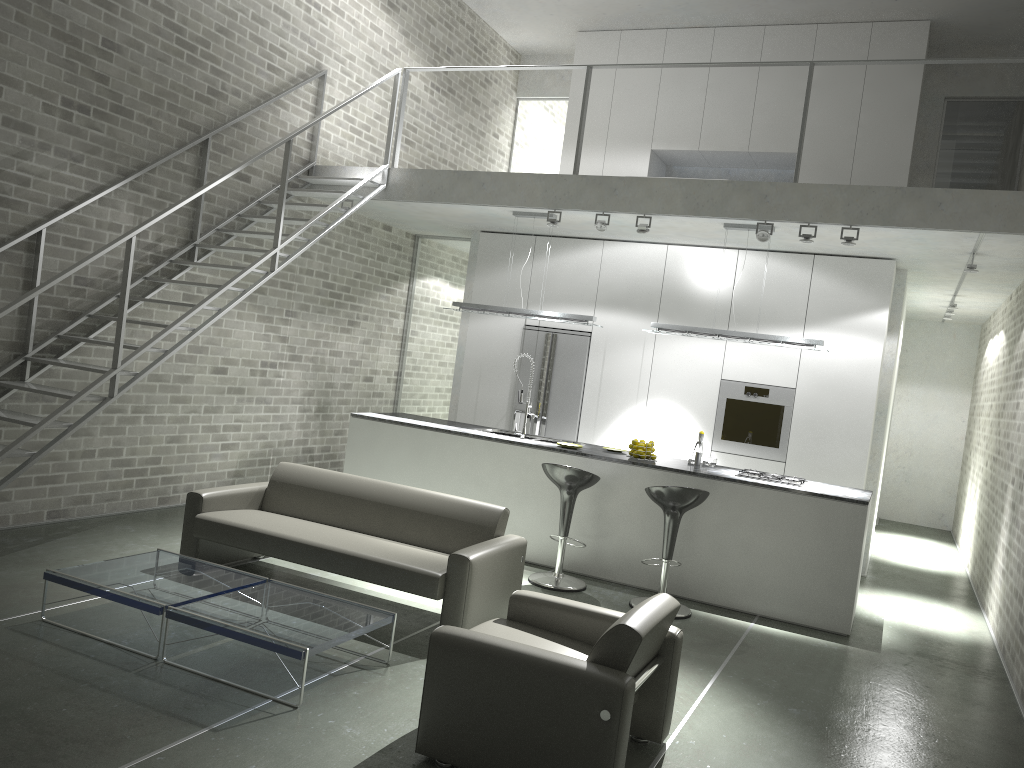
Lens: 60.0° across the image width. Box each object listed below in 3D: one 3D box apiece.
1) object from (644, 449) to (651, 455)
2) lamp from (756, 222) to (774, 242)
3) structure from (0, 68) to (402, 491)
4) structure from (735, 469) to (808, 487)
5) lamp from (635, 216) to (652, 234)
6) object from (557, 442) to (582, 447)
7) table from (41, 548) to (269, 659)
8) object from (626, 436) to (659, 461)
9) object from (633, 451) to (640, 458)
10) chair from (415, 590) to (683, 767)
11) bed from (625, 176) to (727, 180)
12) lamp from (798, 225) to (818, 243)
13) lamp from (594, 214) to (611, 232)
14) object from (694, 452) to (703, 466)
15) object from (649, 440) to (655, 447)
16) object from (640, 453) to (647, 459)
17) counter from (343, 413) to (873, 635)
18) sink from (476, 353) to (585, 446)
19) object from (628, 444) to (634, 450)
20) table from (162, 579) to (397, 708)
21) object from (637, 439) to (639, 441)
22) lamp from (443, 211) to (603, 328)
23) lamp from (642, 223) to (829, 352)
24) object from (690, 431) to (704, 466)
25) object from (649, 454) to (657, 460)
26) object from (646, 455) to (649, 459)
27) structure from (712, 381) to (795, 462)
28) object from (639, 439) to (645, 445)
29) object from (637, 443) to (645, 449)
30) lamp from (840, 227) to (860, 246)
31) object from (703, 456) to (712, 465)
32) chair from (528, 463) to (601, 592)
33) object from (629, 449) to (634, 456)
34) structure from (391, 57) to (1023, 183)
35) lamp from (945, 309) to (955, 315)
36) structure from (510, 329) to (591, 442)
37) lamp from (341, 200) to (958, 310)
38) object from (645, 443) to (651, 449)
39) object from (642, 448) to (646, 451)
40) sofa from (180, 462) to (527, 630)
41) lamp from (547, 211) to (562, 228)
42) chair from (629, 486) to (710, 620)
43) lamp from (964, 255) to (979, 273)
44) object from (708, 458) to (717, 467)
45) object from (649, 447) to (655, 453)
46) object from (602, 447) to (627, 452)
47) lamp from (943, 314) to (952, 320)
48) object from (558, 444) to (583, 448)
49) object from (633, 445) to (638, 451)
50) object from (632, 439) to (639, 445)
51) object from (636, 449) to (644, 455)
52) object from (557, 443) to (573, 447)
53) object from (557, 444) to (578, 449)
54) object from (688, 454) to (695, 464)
[{"bbox_3d":[1.102,0.554,7.227,0.061,0.055,0.051,7,2,-7],"label":"object"},{"bbox_3d":[1.991,-1.200,7.009,0.131,0.154,0.098,8,2,24],"label":"lamp"},{"bbox_3d":[-2.602,-0.999,6.642,0.902,4.246,4.345,8,2,24],"label":"structure"},{"bbox_3d":[2.045,0.731,6.967,0.500,0.038,0.500,8,2,24],"label":"structure"},{"bbox_3d":[1.103,-1.329,7.435,0.115,0.151,0.115,7,2,-23],"label":"lamp"},{"bbox_3d":[0.481,0.511,7.388,0.217,0.017,0.216,6,2,-33],"label":"object"},{"bbox_3d":[-1.898,1.151,4.762,0.820,0.270,0.800,8,2,24],"label":"table"},{"bbox_3d":[1.075,0.526,7.287,0.189,0.174,0.207,7,2,-21],"label":"object"},{"bbox_3d":[1.023,0.577,7.254,0.064,0.063,0.074,9,2,34],"label":"object"},{"bbox_3d":[0.178,1.222,3.837,0.910,0.717,0.963,8,2,24],"label":"chair"},{"bbox_3d":[2.025,-2.076,9.856,1.341,0.792,1.957,8,2,24],"label":"bed"},{"bbox_3d":[2.297,-1.166,6.892,0.109,0.135,0.109,7,2,-18],"label":"lamp"},{"bbox_3d":[0.765,-1.377,7.562,0.115,0.151,0.115,7,2,-23],"label":"lamp"},{"bbox_3d":[1.541,0.619,7.344,0.060,0.106,0.060,8,2,17],"label":"object"},{"bbox_3d":[1.147,0.494,7.288,0.050,0.060,0.059,8,2,13],"label":"object"},{"bbox_3d":[1.070,0.586,7.220,0.051,0.053,0.063,8,2,22],"label":"object"},{"bbox_3d":[0.648,1.034,7.579,4.400,0.960,0.900,8,2,24],"label":"counter"},{"bbox_3d":[0.184,0.249,7.929,0.987,1.023,0.546,8,2,24],"label":"sink"},{"bbox_3d":[0.991,0.518,7.323,0.053,0.051,0.063,7,2,-17],"label":"object"},{"bbox_3d":[-1.138,1.260,4.424,0.820,0.270,0.800,8,2,24],"label":"table"},{"bbox_3d":[1.021,0.482,7.335,0.052,0.060,0.057,7,2,2],"label":"object"},{"bbox_3d":[0.148,-1.083,8.129,1.490,0.964,0.290,8,2,24],"label":"lamp"},{"bbox_3d":[1.902,-0.832,7.348,1.490,0.964,0.290,8,2,24],"label":"lamp"},{"bbox_3d":[1.564,0.531,7.350,0.088,0.288,0.101,6,2,-36],"label":"object"},{"bbox_3d":[1.151,0.595,7.249,0.062,0.052,0.053,6,2,-37],"label":"object"},{"bbox_3d":[1.109,0.591,7.291,0.061,0.055,0.050,6,2,-31],"label":"object"},{"bbox_3d":[2.292,0.349,8.446,0.692,0.680,0.036,8,2,24],"label":"structure"},{"bbox_3d":[1.071,0.482,7.288,0.051,0.053,0.063,8,2,15],"label":"object"},{"bbox_3d":[1.051,0.508,7.223,0.061,0.052,0.053,8,2,27],"label":"object"},{"bbox_3d":[2.576,-1.126,6.767,0.109,0.135,0.109,7,2,-18],"label":"lamp"},{"bbox_3d":[1.642,0.647,7.479,0.064,0.070,0.063,7,2,-28],"label":"object"},{"bbox_3d":[0.402,1.061,6.730,0.457,0.931,0.464,9,2,38],"label":"chair"},{"bbox_3d":[0.992,0.566,7.306,0.060,0.057,0.052,8,2,16],"label":"object"},{"bbox_3d":[1.445,-2.147,7.303,5.560,0.972,0.070,8,2,24],"label":"structure"},{"bbox_3d":[5.210,-0.892,10.525,0.109,0.132,0.109,7,2,-24],"label":"lamp"},{"bbox_3d":[0.353,0.410,9.329,0.743,1.900,0.160,8,2,24],"label":"structure"},{"bbox_3d":[1.675,-1.315,9.289,6.854,0.136,0.110,7,2,-11],"label":"lamp"},{"bbox_3d":[1.110,0.504,7.232,0.051,0.053,0.063,8,2,27],"label":"object"},{"bbox_3d":[1.084,0.547,7.251,0.051,0.053,0.062,8,2,22],"label":"object"},{"bbox_3d":[-1.040,1.010,5.703,2.114,0.717,0.902,8,2,24],"label":"sofa"},{"bbox_3d":[0.366,-1.442,7.749,0.109,0.136,0.109,7,2,-24],"label":"lamp"},{"bbox_3d":[1.130,1.166,6.368,0.457,0.931,0.464,8,2,5],"label":"chair"},{"bbox_3d":[3.776,-0.986,7.277,0.109,0.132,0.109,7,2,-24],"label":"lamp"},{"bbox_3d":[1.670,0.653,7.390,0.064,0.070,0.063,8,2,32],"label":"object"},{"bbox_3d":[1.144,0.543,7.270,0.061,0.054,0.053,6,2,-30],"label":"object"},{"bbox_3d":[0.887,0.571,7.651,0.217,0.017,0.216,6,2,-41],"label":"object"},{"bbox_3d":[5.458,-0.873,11.089,0.109,0.135,0.109,7,2,-24],"label":"lamp"},{"bbox_3d":[0.480,0.520,7.388,0.217,0.017,0.216,6,2,-33],"label":"object"},{"bbox_3d":[1.019,0.525,7.269,0.062,0.053,0.052,7,2,-14],"label":"object"},{"bbox_3d":[1.012,0.478,7.283,0.053,0.051,0.063,7,2,-29],"label":"object"},{"bbox_3d":[1.038,0.554,7.199,0.061,0.054,0.052,7,2,-9],"label":"object"},{"bbox_3d":[0.480,0.515,7.388,0.217,0.017,0.216,6,2,-33],"label":"object"},{"bbox_3d":[0.479,0.525,7.388,0.217,0.017,0.216,6,2,-33],"label":"object"},{"bbox_3d":[1.515,0.631,7.455,0.064,0.070,0.063,7,2,-28],"label":"object"}]
